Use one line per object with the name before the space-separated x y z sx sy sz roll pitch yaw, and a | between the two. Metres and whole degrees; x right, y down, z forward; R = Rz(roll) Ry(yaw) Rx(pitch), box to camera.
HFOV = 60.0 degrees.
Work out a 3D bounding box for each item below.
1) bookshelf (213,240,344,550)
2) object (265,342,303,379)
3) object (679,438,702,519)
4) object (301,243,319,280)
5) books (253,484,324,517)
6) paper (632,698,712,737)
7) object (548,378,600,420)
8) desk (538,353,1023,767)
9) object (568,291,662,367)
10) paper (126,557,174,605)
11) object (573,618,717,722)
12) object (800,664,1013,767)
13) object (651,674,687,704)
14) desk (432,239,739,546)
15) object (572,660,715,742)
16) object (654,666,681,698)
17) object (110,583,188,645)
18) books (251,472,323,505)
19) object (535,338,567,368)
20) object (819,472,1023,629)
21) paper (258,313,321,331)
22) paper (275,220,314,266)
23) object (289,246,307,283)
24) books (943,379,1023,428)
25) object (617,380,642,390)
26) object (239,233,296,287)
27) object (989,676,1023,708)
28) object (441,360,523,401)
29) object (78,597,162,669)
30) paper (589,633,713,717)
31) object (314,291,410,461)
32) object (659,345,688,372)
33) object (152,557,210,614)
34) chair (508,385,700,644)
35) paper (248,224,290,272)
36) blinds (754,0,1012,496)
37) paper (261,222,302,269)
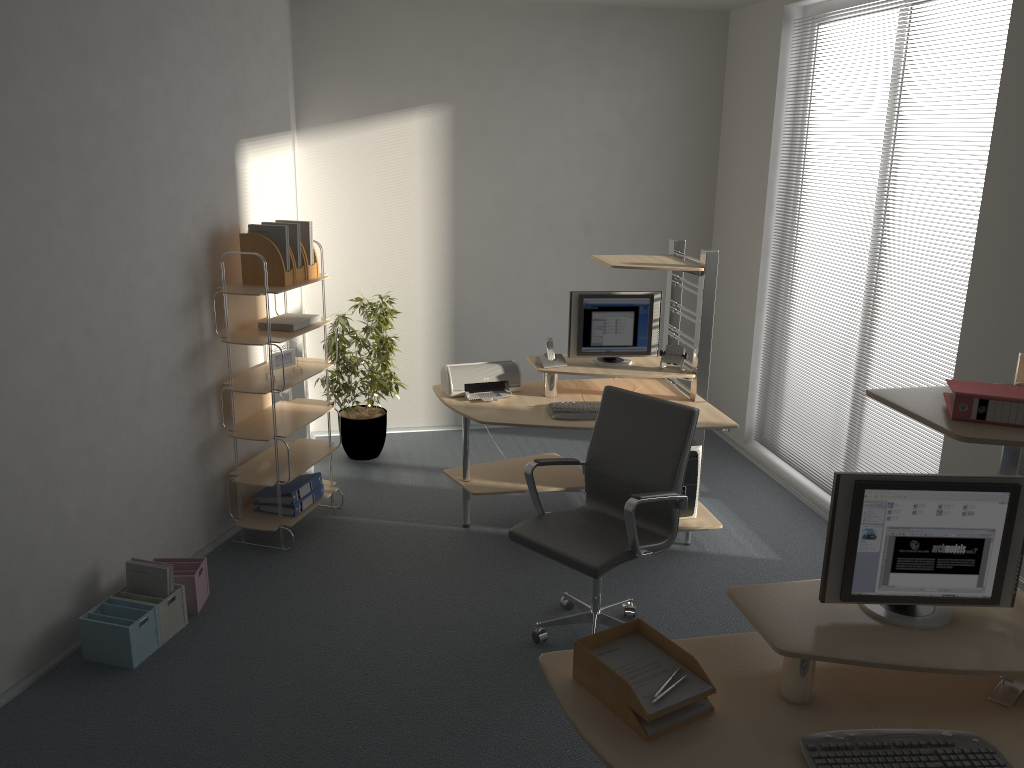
bookshelf | -1.242 0.041 4.799 0.381 1.572 0.724 5 16 15
object | -1.220 -0.129 4.736 0.077 0.161 0.192 12 19 33
object | 0.873 0.477 4.966 0.199 0.422 0.471 -2 16 -11
object | -1.177 -0.705 4.768 0.243 0.259 0.113 6 17 18
books | -1.242 0.632 4.950 0.262 0.072 0.320 6 17 16
paper | 0.342 0.801 2.330 0.210 0.019 0.297 -9 19 -31
object | 0.416 0.087 4.951 0.478 0.082 0.814 0 16 -4
desk | 0.884 0.818 2.186 1.469 1.566 0.967 -2 16 -11
object | 0.580 -0.330 5.042 0.516 0.418 0.245 2 16 3
paper | -1.593 0.932 3.908 0.220 0.306 0.068 5 16 15
object | 0.342 0.735 2.312 0.225 0.060 0.309 -9 19 -31
object | 0.912 0.843 2.323 0.478 0.082 0.814 0 16 -4
object | 0.396 0.768 2.230 0.008 0.009 0.159 15 21 40
desk | 0.349 0.059 4.822 1.469 1.566 0.967 -2 16 -11
object | 0.341 0.789 2.328 0.225 0.060 0.309 -9 19 -31
object | 0.396 0.760 2.259 0.008 0.009 0.159 11 19 32
object | -1.598 1.004 3.913 0.245 0.202 0.185 5 16 15
books | -1.251 0.578 4.938 0.263 0.100 0.320 6 17 16
object | 0.219 -0.181 4.987 0.150 0.151 0.119 -6 17 -24
object | 1.114 0.422 2.428 0.516 0.418 0.245 4 16 10
paper | -1.197 -0.335 4.783 0.213 0.046 0.297 5 16 15
paper | -1.171 -0.729 4.782 0.213 0.297 0.045 6 17 18
object | -1.217 -0.673 4.655 0.243 0.259 0.113 6 17 16
books | 1.297 0.041 2.273 0.320 0.072 0.262 7 17 20
object | 0.746 0.064 5.042 0.168 0.088 0.742 -2 16 -9
object | -1.250 -0.641 4.540 0.243 0.259 0.113 5 16 13
object | 1.333 0.792 2.366 0.159 0.064 0.054 -14 22 -42
object | -0.148 -0.019 4.954 0.438 0.162 0.351 -5 17 -19
object | -1.648 1.052 3.741 0.245 0.202 0.185 5 16 15
paper | 0.342 0.751 2.316 0.210 0.010 0.297 -9 19 -31
object | -0.980 -0.053 5.938 0.544 1.147 0.644 6 17 17
object | 0.898 -0.146 4.927 0.154 0.135 0.093 8 17 24
object | -1.564 0.943 4.129 0.245 0.202 0.185 0 16 -3
chair | 0.385 0.615 3.818 0.584 1.048 0.652 16 22 42
paper | -1.246 -0.666 4.554 0.213 0.297 0.045 5 16 13
blinds | 1.924 -0.670 4.943 0.037 2.749 1.950 -2 16 -11
paper | -1.213 -0.698 4.669 0.213 0.297 0.045 6 17 16
